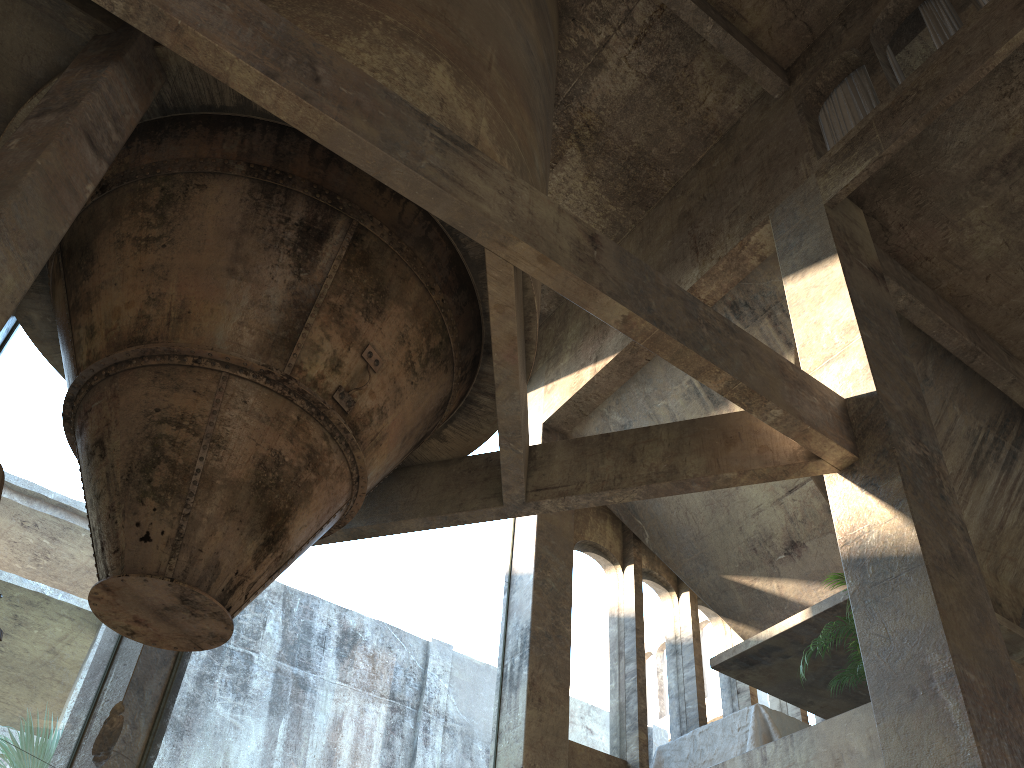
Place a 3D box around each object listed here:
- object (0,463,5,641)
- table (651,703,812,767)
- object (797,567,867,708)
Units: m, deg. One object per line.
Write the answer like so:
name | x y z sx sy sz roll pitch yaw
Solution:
object | -0.810 0.925 1.012 0.684 2.002 0.750 5 -42 1
table | 2.113 3.703 8.313 1.139 0.750 1.830 27 -48 -22
object | 3.189 2.189 7.306 1.378 1.689 1.475 23 -46 -18
